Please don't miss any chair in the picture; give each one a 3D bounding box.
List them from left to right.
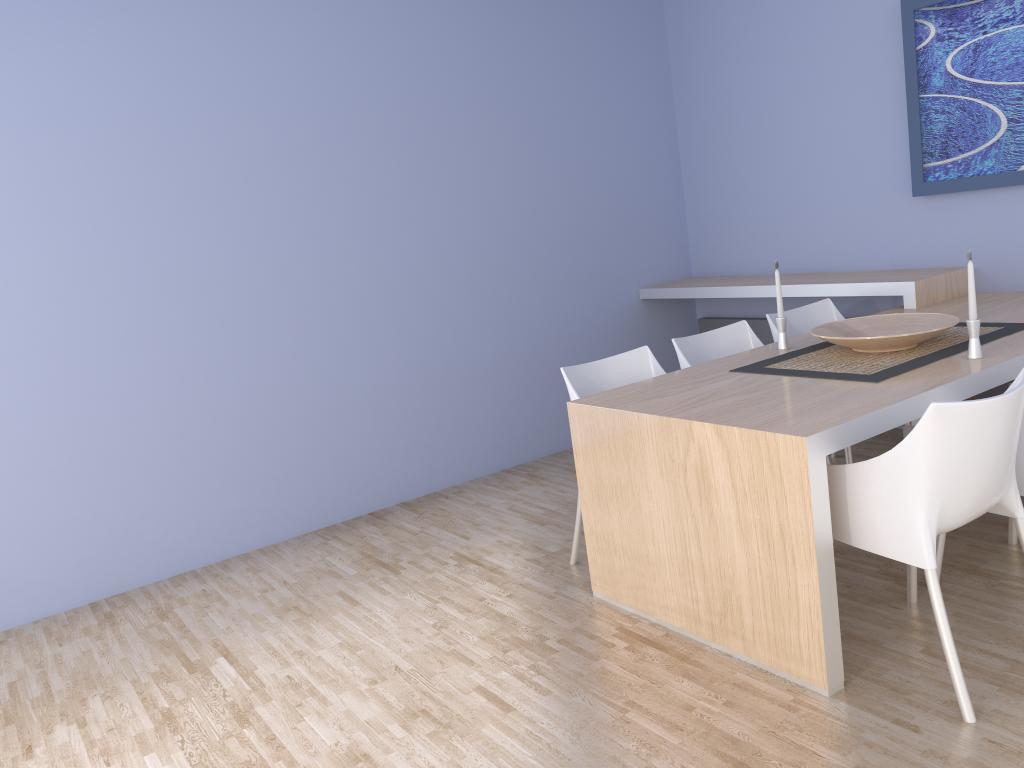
[{"bbox_3d":[0.511,0.289,3.380,0.510,0.793,0.486,-15,12,-32],"label":"chair"},{"bbox_3d":[0.983,0.165,3.681,0.510,0.793,0.486,-15,12,-32],"label":"chair"},{"bbox_3d":[1.456,0.040,3.982,0.510,0.793,0.486,-15,12,-32],"label":"chair"},{"bbox_3d":[1.141,0.371,2.425,0.510,0.793,0.486,-15,12,-32],"label":"chair"},{"bbox_3d":[1.631,0.242,2.737,0.510,0.793,0.486,-15,12,-31],"label":"chair"}]

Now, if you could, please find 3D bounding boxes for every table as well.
[{"bbox_3d":[1.478,0.195,3.323,2.340,0.718,1.002,-15,12,-32],"label":"table"}]

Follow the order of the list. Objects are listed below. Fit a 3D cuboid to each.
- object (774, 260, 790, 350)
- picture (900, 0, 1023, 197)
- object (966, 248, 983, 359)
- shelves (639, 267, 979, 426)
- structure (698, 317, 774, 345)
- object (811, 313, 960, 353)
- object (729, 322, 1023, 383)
[{"bbox_3d":[1.038,-0.309,3.435,0.045,0.349,0.045,-7,10,9],"label":"object"},{"bbox_3d":[2.225,-1.297,3.675,0.049,0.901,1.252,-15,12,-32],"label":"picture"},{"bbox_3d":[1.455,-0.255,2.802,0.045,0.349,0.045,-15,12,-32],"label":"object"},{"bbox_3d":[2.095,-0.087,4.032,0.463,0.840,3.901,-15,12,-32],"label":"shelves"},{"bbox_3d":[2.292,-0.038,4.086,0.064,0.503,3.843,-15,12,-32],"label":"structure"},{"bbox_3d":[1.338,-0.174,3.192,0.493,0.081,0.493,-11,11,-13],"label":"object"},{"bbox_3d":[1.344,-0.132,3.195,0.986,0.005,0.594,-15,12,-32],"label":"object"}]
